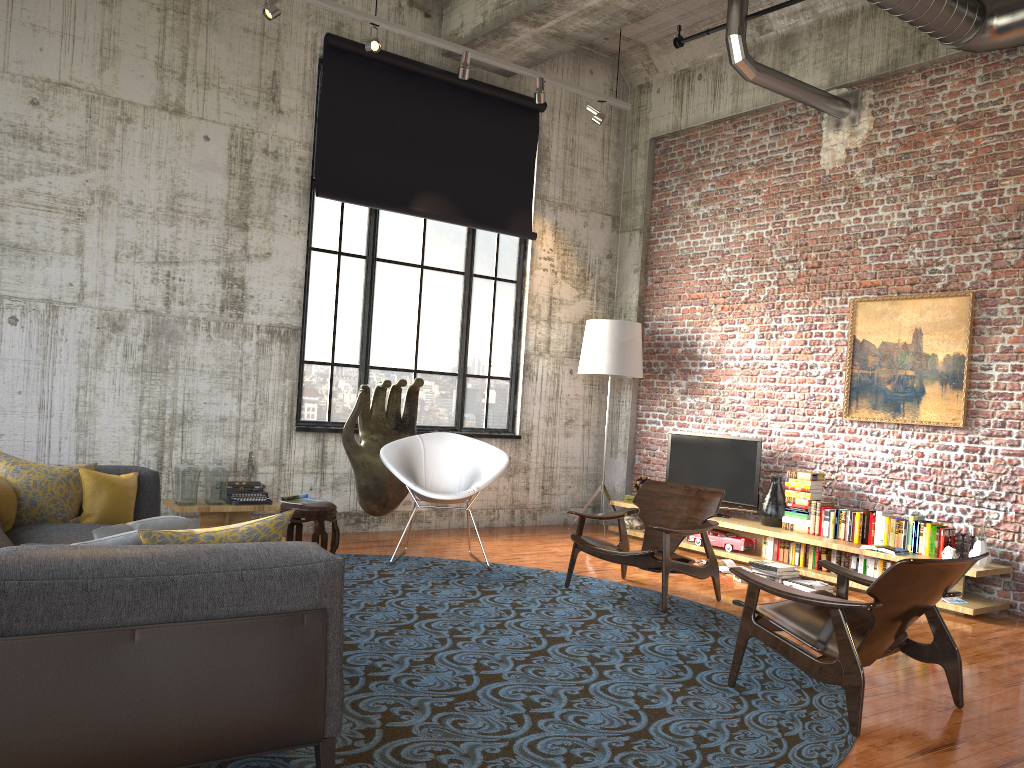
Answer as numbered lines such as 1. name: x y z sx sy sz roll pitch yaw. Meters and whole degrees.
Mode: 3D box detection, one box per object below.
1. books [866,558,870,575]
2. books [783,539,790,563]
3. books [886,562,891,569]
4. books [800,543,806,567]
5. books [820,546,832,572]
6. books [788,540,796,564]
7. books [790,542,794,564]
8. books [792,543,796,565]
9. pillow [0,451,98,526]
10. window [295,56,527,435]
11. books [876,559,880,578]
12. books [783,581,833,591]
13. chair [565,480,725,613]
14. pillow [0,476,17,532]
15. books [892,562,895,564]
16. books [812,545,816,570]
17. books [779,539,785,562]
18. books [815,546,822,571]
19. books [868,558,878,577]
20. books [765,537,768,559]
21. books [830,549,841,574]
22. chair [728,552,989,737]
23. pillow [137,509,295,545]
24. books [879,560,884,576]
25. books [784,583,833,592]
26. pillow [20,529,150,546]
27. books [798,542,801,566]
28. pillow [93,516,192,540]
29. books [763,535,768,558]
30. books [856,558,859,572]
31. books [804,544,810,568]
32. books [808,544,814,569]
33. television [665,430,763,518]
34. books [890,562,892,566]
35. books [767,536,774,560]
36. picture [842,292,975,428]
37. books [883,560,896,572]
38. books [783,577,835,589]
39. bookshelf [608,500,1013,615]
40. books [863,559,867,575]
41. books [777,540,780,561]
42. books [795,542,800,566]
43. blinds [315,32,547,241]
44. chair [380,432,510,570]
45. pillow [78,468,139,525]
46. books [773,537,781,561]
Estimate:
1. books: 2.929 1.504 7.202 0.132 0.181 0.034 4 1 -36
2. books: 2.458 1.469 7.806 0.148 0.213 0.049 4 1 -36
3. books: 3.027 1.508 7.051 0.132 0.181 0.034 4 1 -36
4. books: 2.556 1.470 7.665 0.159 0.220 0.030 4 1 -36
5. books: 2.681 1.460 7.501 0.153 0.256 0.088 4 1 -36
6. books: 2.481 1.468 7.777 0.139 0.217 0.022 4 1 -36
7. books: 2.487 1.480 7.755 0.140 0.194 0.023 4 1 -36
8. books: 2.503 1.481 7.737 0.140 0.194 0.023 4 1 -36
9. pillow: -2.402 0.565 4.513 0.537 0.446 0.260 4 0 -29
10. window: -0.885 -1.201 8.781 2.581 3.437 0.050 4 1 -36
11. books: 2.976 1.501 7.112 0.138 0.191 0.026 4 1 -36
12. books: 2.373 1.610 7.108 0.232 0.017 0.307 5 -1 -38
13. chair: 0.982 1.137 6.441 0.874 0.793 1.044 4 0 44
14. pillow: -2.520 0.571 4.282 0.229 0.371 0.404 4 0 -27
15. books: 3.049 1.504 7.007 0.138 0.191 0.026 4 1 -36
16. books: 2.631 1.474 7.569 0.159 0.220 0.030 4 1 -36
17. books: 2.430 1.471 7.840 0.151 0.208 0.039 4 1 -36
18. books: 2.641 1.474 7.540 0.159 0.220 0.030 4 1 -36
19. books: 2.938 1.502 7.161 0.129 0.186 0.043 4 1 -36
20. books: 2.335 1.474 7.970 0.140 0.194 0.023 4 1 -36
21. books: 2.745 1.480 7.446 0.149 0.214 0.049 4 1 -36
22. chair: 1.665 1.146 4.331 0.876 0.793 1.042 4 0 -35
23. pillow: -1.014 0.632 3.024 0.537 0.446 0.260 4 0 -29
24. books: 2.988 1.501 7.090 0.138 0.191 0.026 4 1 -36
25. books: 2.374 1.628 7.104 0.232 0.017 0.313 4 -1 -21
26. pillow: -1.327 0.611 2.806 0.435 0.319 0.168 4 0 -37
27. books: 2.554 1.471 7.700 0.159 0.220 0.030 4 1 -36
28. pillow: -1.261 0.599 2.994 0.170 0.315 0.365 4 0 44
29. books: 2.319 1.461 7.986 0.139 0.217 0.022 4 1 -36
30. books: 2.865 1.508 7.264 0.122 0.168 0.020 4 1 -36
31. books: 2.596 1.470 7.643 0.157 0.225 0.052 4 1 -36
32. books: 2.606 1.478 7.594 0.151 0.208 0.039 4 1 -36
33. television: 1.961 0.887 8.672 1.088 0.793 0.286 4 0 41
34. books: 3.037 1.505 7.026 0.121 0.189 0.019 4 1 -36
35. books: 2.368 1.449 7.942 0.172 0.247 0.057 4 1 -36
36. picture: 3.265 -0.203 7.369 0.040 1.064 1.063 3 0 -36
37. books: 3.005 1.502 7.071 0.138 0.191 0.026 4 1 -36
38. books: 2.383 1.595 7.111 0.250 0.014 0.310 4 -1 -30
39. bookshelf: 2.378 1.478 8.010 0.548 0.359 3.840 4 -1 -36
40. books: 2.902 1.509 7.216 0.122 0.168 0.020 4 1 -36
41. books: 2.415 1.477 7.868 0.140 0.194 0.023 4 1 -36
42. books: 2.526 1.479 7.719 0.146 0.200 0.032 4 1 -36
43. blinds: -0.711 -2.319 8.620 2.445 1.464 0.150 4 0 -36
44. chair: -0.569 0.926 7.250 1.057 1.031 0.806 4 0 3
45. pillow: -2.120 0.605 4.682 0.168 0.319 0.435 4 0 28
46. books: 2.396 1.447 7.897 0.153 0.252 0.046 4 1 -36
